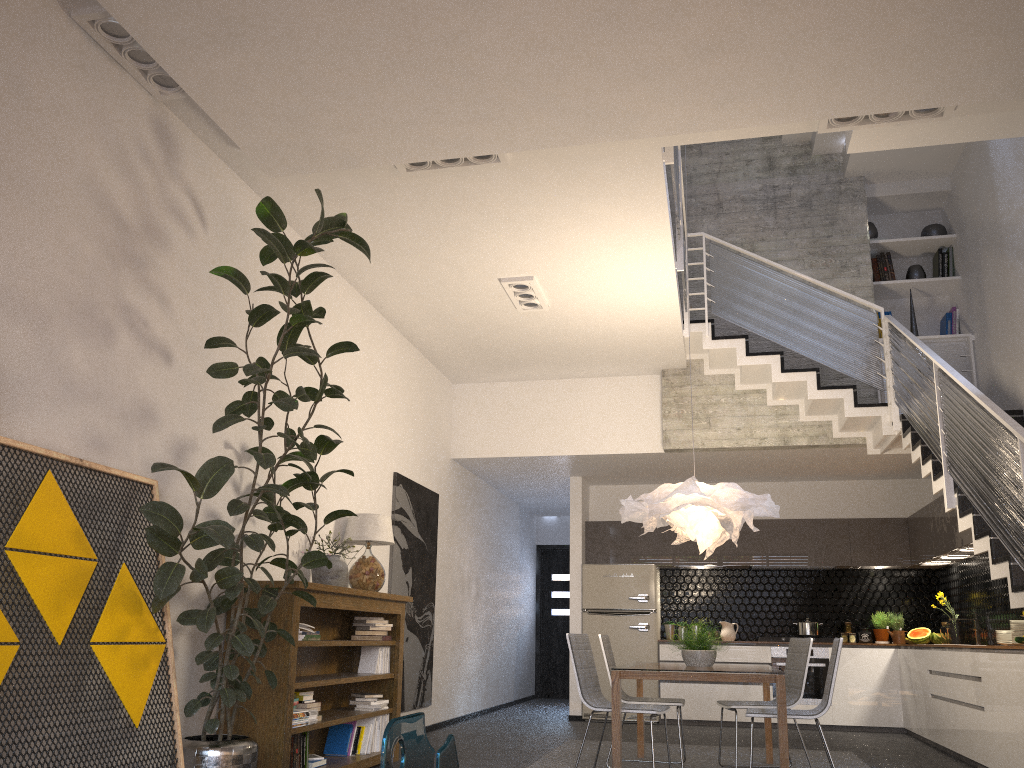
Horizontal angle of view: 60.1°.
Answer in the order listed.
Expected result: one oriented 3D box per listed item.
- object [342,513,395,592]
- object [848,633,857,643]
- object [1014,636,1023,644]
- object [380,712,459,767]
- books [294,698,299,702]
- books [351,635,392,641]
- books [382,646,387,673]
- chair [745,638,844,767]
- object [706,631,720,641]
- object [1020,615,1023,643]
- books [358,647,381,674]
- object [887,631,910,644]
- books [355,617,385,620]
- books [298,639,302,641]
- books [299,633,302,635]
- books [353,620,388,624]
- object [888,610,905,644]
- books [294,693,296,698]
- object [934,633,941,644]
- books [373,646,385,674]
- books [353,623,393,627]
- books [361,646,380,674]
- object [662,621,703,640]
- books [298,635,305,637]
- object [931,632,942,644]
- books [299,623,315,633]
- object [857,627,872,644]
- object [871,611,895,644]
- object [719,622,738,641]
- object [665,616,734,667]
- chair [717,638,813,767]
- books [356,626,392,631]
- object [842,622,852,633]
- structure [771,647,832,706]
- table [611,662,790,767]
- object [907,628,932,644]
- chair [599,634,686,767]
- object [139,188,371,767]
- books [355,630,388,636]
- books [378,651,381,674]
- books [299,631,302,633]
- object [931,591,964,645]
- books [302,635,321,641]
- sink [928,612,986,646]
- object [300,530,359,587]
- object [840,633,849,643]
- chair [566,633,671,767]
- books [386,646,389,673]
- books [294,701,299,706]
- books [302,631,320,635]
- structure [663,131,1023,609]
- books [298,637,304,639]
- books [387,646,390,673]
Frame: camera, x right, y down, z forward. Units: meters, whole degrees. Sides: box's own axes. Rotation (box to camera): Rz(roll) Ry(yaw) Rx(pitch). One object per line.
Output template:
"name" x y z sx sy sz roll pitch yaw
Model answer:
"object" -1.069 1.270 6.570 0.390 0.575 0.394 6 -15 -17
"object" 3.777 2.817 9.819 0.083 0.112 0.083 -5 -15 22
"object" 3.423 1.684 5.815 0.239 0.048 0.062 3 -15 -6
"object" 1.700 -0.269 4.910 0.366 4.418 9.006 -5 -16 24
"books" -1.368 1.841 5.154 0.192 0.014 0.259 1 -16 1
"books" -1.019 1.845 6.432 0.230 0.034 0.290 0 -16 5
"books" -0.985 2.016 6.477 0.135 0.186 0.015 -2 -14 13
"chair" 1.758 2.037 5.483 0.602 0.908 0.481 -3 -14 15
"object" 2.307 2.888 10.159 0.160 0.109 0.079 -4 -15 18
"object" 3.507 1.512 5.830 0.352 0.420 0.356 -1 -14 7
"books" -1.020 1.975 6.325 0.135 0.180 0.079 -2 -14 13
"object" 4.175 2.734 9.555 0.125 0.138 0.211 14 -20 -41
"books" -1.047 1.725 6.510 0.205 0.022 0.157 2 -16 -2
"books" -1.359 1.492 5.180 0.253 0.011 0.322 5 -16 -13
"books" -1.368 1.457 5.170 0.252 0.011 0.322 2 -16 -5
"books" -1.039 1.747 6.504 0.175 0.023 0.245 11 -19 -31
"object" 4.209 2.649 9.686 0.185 0.374 0.170 12 -18 -39
"books" -1.369 1.821 5.157 0.193 0.027 0.249 3 -16 -7
"object" 4.615 2.760 9.589 0.132 0.118 0.206 -8 -18 32
"books" -0.993 1.998 6.413 0.136 0.186 0.018 -2 -14 13
"books" -1.024 1.773 6.513 0.245 0.019 0.176 -11 -20 36
"books" -1.025 1.989 6.383 0.136 0.186 0.018 -2 -14 13
"object" 1.972 2.841 10.208 0.482 0.218 0.174 -2 -15 10
"books" -1.368 1.479 5.211 0.253 0.011 0.322 7 -17 -19
"object" 4.560 2.709 9.427 0.225 0.125 0.150 12 -19 -35
"books" -1.370 1.433 5.250 0.274 0.107 0.324 15 -21 -40
"object" 3.896 2.780 9.794 0.141 0.172 0.143 -2 -15 13
"object" 4.075 2.672 9.732 0.245 0.349 0.237 -3 -15 17
"object" 2.472 2.822 10.099 0.190 0.212 0.173 -6 -16 26
"object" 1.265 1.765 6.076 0.531 0.363 0.676 -1 -15 8
"chair" 1.785 2.250 6.225 0.601 0.908 0.481 1 -14 -1
"books" -1.017 1.797 6.509 0.180 0.029 0.227 12 -19 -33
"object" 3.724 2.709 9.848 0.083 0.112 0.084 3 -14 -7
"structure" 3.112 3.154 9.604 0.588 0.581 0.591 -2 -15 13
"table" 1.273 2.271 5.966 0.997 0.705 1.822 -2 -16 13
"object" 4.342 2.684 9.436 0.237 0.172 0.219 -12 -20 40
"chair" 0.941 2.289 6.415 0.602 0.908 0.481 -2 -14 13
"object" -1.241 0.546 4.530 0.908 3.160 2.036 3 -14 -9
"books" 1.071 -0.945 8.646 5.420 6.626 0.363 11 -17 -35
"books" -1.005 2.008 6.395 0.120 0.157 0.016 -2 -14 13
"books" -1.366 1.451 5.188 0.253 0.011 0.322 5 -17 -15
"object" 4.463 2.386 9.025 0.258 0.535 0.431 -9 -17 35
"books" -1.304 1.542 5.386 0.180 0.033 0.246 -3 -17 15
"sink" 4.122 2.358 8.286 0.490 0.443 0.732 -2 -16 13
"object" -1.231 1.183 5.968 0.386 0.407 0.279 3 -14 -9
"object" 3.692 2.822 9.842 0.083 0.112 0.084 -2 -15 13
"chair" 0.686 2.091 5.737 0.602 0.908 0.480 -5 -15 22
"books" -0.975 2.031 6.529 0.136 0.186 0.018 -2 -14 13
"books" -1.353 1.857 5.140 0.175 0.023 0.253 1 -16 -1
"books" -1.300 1.512 5.383 0.166 0.023 0.230 -4 -17 16
"structure" 2.015 -1.132 7.649 4.236 8.206 8.566 -2 -15 13
"books" -1.363 1.485 5.192 0.253 0.011 0.322 6 -17 -17
"books" -0.968 2.038 6.552 0.135 0.187 0.031 -2 -14 13
